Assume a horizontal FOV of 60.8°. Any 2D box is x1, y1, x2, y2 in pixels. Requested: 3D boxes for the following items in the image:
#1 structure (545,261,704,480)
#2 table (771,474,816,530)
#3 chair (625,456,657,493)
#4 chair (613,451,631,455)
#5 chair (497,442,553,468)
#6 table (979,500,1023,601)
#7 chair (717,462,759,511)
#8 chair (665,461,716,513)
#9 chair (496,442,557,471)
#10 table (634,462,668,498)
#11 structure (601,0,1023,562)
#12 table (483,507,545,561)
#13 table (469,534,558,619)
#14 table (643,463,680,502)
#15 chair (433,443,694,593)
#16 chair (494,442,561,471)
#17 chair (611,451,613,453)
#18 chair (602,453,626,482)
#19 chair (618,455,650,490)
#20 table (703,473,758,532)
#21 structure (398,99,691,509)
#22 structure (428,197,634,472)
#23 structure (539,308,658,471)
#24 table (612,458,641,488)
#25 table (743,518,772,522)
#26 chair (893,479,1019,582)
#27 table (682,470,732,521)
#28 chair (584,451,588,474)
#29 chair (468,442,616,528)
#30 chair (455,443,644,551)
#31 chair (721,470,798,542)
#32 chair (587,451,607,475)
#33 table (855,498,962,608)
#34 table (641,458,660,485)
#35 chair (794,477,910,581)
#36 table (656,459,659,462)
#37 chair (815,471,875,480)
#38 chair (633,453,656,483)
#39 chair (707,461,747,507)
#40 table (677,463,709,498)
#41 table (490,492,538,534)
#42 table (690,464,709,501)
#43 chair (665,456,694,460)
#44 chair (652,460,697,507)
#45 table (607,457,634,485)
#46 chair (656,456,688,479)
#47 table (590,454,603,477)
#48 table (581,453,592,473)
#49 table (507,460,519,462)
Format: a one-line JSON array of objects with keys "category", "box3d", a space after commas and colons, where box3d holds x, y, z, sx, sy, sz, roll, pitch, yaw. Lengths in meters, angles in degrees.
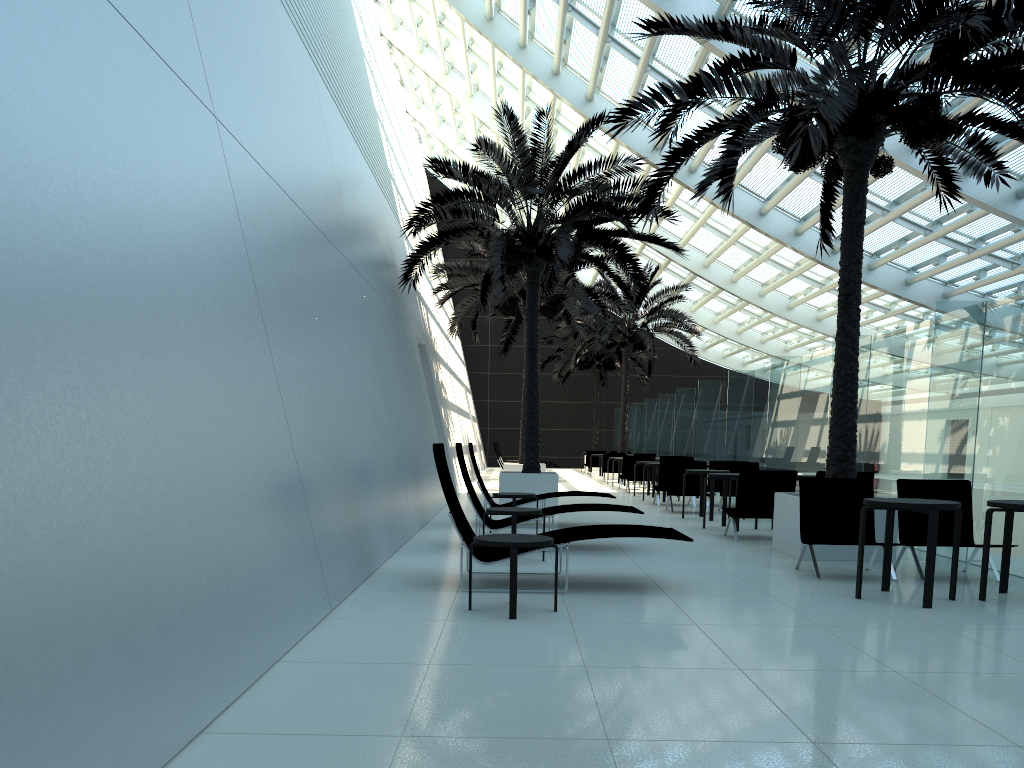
[{"category": "structure", "box3d": [3.634, -0.393, 28.232, 4.823, 7.085, 4.397, 1, 4, -6]}, {"category": "table", "box3d": [4.054, 1.670, 12.254, 0.676, 0.788, 0.677, 3, 3, 43]}, {"category": "chair", "box3d": [3.129, 2.164, 20.814, 0.716, 0.895, 0.881, 1, 2, 0]}, {"category": "chair", "box3d": [4.098, 2.923, 32.090, 0.716, 0.895, 0.881, 1, 2, 0]}, {"category": "chair", "box3d": [0.478, 2.704, 31.779, 2.036, 1.169, 0.914, 1, 3, 0]}, {"category": "table", "box3d": [4.046, 1.309, 6.773, 0.678, 0.788, 0.675, -1, 3, -43]}, {"category": "chair", "box3d": [4.043, 1.805, 15.156, 0.716, 0.895, 0.881, 1, 2, 0]}, {"category": "chair", "box3d": [3.111, 1.790, 15.157, 0.716, 0.895, 0.881, 1, 2, 0]}, {"category": "chair", "box3d": [0.469, 2.529, 29.126, 2.036, 1.169, 0.914, 1, 3, 0]}, {"category": "table", "box3d": [3.117, 2.134, 19.517, 0.676, 0.788, 0.677, 3, 3, 38]}, {"category": "structure", "box3d": [3.578, -1.656, 9.082, 4.812, 7.085, 4.408, 2, 4, 19]}, {"category": "table", "box3d": [0.016, 1.498, 8.656, 0.551, 0.521, 0.552, 2, 2, 43]}, {"category": "table", "box3d": [0.008, 1.328, 6.083, 0.551, 0.521, 0.552, 2, 2, 43]}, {"category": "table", "box3d": [3.103, 2.037, 18.051, 0.676, 0.788, 0.677, 3, 3, 43]}, {"category": "chair", "box3d": [0.399, 1.082, 7.208, 2.036, 1.169, 0.914, 1, 3, 0]}, {"category": "chair", "box3d": [0.461, 2.359, 26.553, 2.036, 1.169, 0.914, 1, 3, 0]}, {"category": "chair", "box3d": [4.118, 3.035, 33.788, 0.716, 0.895, 0.881, 1, 2, 0]}, {"category": "chair", "box3d": [3.147, 2.532, 26.398, 0.716, 0.895, 0.881, 1, 2, 0]}, {"category": "chair", "box3d": [3.149, 2.276, 22.511, 0.716, 0.895, 0.881, 1, 2, 0]}, {"category": "table", "box3d": [3.085, 1.655, 12.255, 0.676, 0.788, 0.677, 3, 3, 43]}, {"category": "structure", "box3d": [0.436, -1.235, 14.817, 4.640, 6.897, 4.237, 0, 4, -21]}, {"category": "structure", "box3d": [0.251, -0.873, 20.817, 4.268, 6.958, 4.607, 3, 4, 34]}, {"category": "structure", "box3d": [3.687, 0.145, 36.379, 4.455, 7.083, 4.764, -1, 4, -21]}, {"category": "table", "box3d": [3.121, 2.410, 23.695, 0.676, 0.788, 0.677, 3, 3, 43]}, {"category": "table", "box3d": [4.069, 1.777, 13.871, 0.676, 0.788, 0.677, 3, 3, 38]}, {"category": "chair", "box3d": [4.020, 1.329, 7.944, 0.716, 0.895, 0.881, 1, 2, 0]}, {"category": "table", "box3d": [3.099, 1.762, 13.873, 0.676, 0.788, 0.677, 3, 3, 38]}, {"category": "chair", "box3d": [3.185, 3.020, 33.790, 0.716, 0.895, 0.881, 1, 2, 0]}, {"category": "chair", "box3d": [0.415, 1.422, 12.354, 2.036, 1.169, 0.914, 1, 3, 0]}, {"category": "chair", "box3d": [0.407, 1.252, 9.781, 2.036, 1.169, 0.914, 1, 3, 0]}, {"category": "chair", "box3d": [3.112, 1.521, 11.071, 0.716, 0.895, 0.881, 1, 2, 0]}, {"category": "chair", "box3d": [3.165, 2.908, 32.091, 0.716, 0.895, 0.881, 1, 2, 0]}, {"category": "table", "box3d": [3.076, 1.294, 6.775, 0.678, 0.788, 0.675, -1, 3, -43]}, {"category": "table", "box3d": [4.105, 2.520, 25.125, 0.676, 0.788, 0.677, 3, 3, 38]}, {"category": "chair", "box3d": [3.088, 1.315, 7.945, 0.716, 0.895, 0.881, 1, 2, 0]}, {"category": "table", "box3d": [4.091, 2.425, 23.694, 0.676, 0.788, 0.677, 3, 3, 43]}, {"category": "chair", "box3d": [4.045, 1.536, 11.070, 0.716, 0.895, 0.881, 1, 2, 0]}, {"category": "chair", "box3d": [4.079, 2.547, 26.397, 0.716, 0.895, 0.881, 1, 2, 0]}, {"category": "chair", "box3d": [4.063, 1.918, 16.866, 0.716, 0.895, 0.881, 1, 2, 0]}, {"category": "table", "box3d": [4.087, 2.150, 19.516, 0.676, 0.788, 0.677, 3, 3, 38]}, {"category": "table", "box3d": [0.024, 1.668, 11.229, 0.551, 0.521, 0.552, 2, 2, 43]}, {"category": "table", "box3d": [4.073, 2.053, 18.049, 0.676, 0.788, 0.677, 3, 3, 43]}, {"category": "chair", "box3d": [4.061, 2.178, 20.813, 0.716, 0.895, 0.881, 1, 2, 0]}, {"category": "chair", "box3d": [3.131, 1.903, 16.867, 0.716, 0.895, 0.881, 1, 2, 0]}, {"category": "table", "box3d": [3.135, 2.505, 25.126, 0.676, 0.788, 0.677, 3, 3, 38]}, {"category": "chair", "box3d": [4.081, 2.291, 22.510, 0.716, 0.895, 0.881, 1, 2, 0]}, {"category": "table", "box3d": [3.153, 2.879, 30.795, 0.676, 0.788, 0.677, 3, 3, 38]}, {"category": "table", "box3d": [3.158, 3.154, 34.973, 0.678, 0.788, 0.675, -1, 3, -43]}, {"category": "table", "box3d": [0.086, 2.949, 30.654, 0.551, 0.521, 0.552, 2, 2, 43]}]
